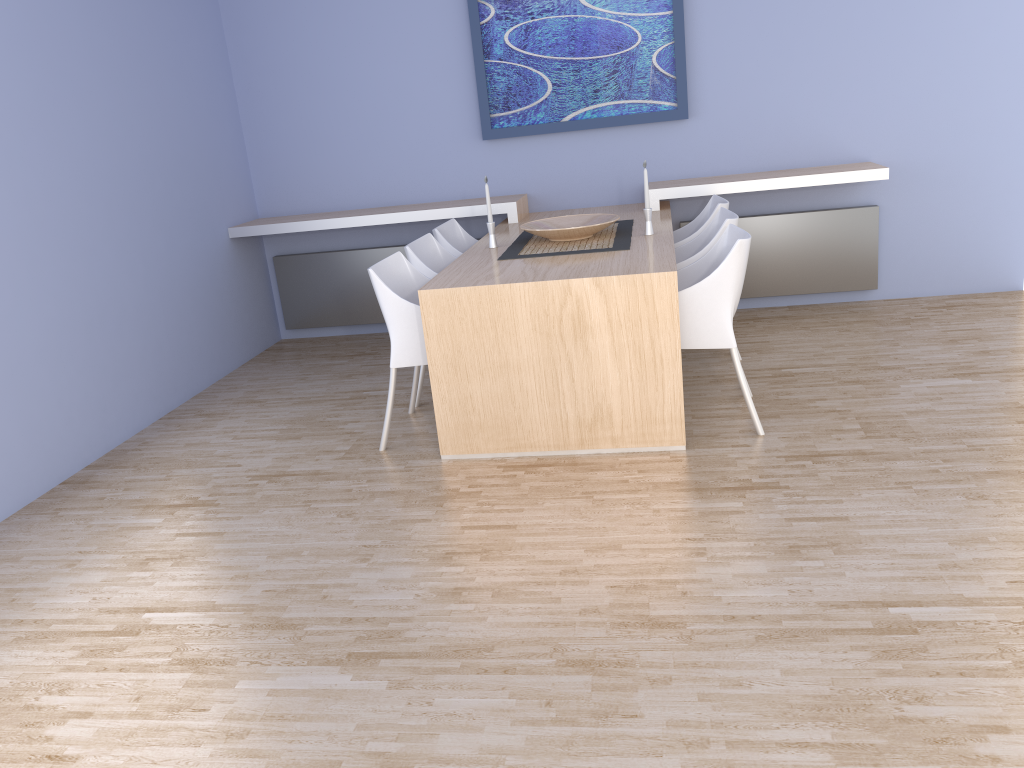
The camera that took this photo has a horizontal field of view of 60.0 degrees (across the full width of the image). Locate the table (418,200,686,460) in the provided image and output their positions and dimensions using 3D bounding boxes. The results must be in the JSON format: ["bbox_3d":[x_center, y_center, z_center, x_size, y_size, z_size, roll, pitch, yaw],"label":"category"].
[{"bbox_3d":[0.341,-0.411,4.594,1.002,0.718,2.340,-3,17,10],"label":"table"}]

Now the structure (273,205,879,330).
[{"bbox_3d":[0.316,-0.722,5.691,3.843,0.503,0.064,-3,17,10],"label":"structure"}]

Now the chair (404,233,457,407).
[{"bbox_3d":[-0.258,-0.351,4.486,0.486,0.793,0.510,-3,17,10],"label":"chair"}]

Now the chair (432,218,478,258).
[{"bbox_3d":[-0.169,-0.527,5.025,0.486,0.793,0.510,-3,17,10],"label":"chair"}]

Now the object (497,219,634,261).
[{"bbox_3d":[0.295,-0.722,4.387,0.594,0.005,0.986,-3,17,10],"label":"object"}]

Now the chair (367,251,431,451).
[{"bbox_3d":[-0.347,-0.175,3.947,0.486,0.793,0.510,-3,17,10],"label":"chair"}]

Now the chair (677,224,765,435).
[{"bbox_3d":[0.780,-0.236,3.741,0.486,0.793,0.510,-3,17,10],"label":"chair"}]

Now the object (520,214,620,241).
[{"bbox_3d":[0.288,-0.763,4.377,0.493,0.081,0.493,3,19,28],"label":"object"}]

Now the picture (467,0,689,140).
[{"bbox_3d":[0.390,-1.977,5.269,1.252,0.901,0.049,-3,17,10],"label":"picture"}]

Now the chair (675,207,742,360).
[{"bbox_3d":[0.872,-0.418,4.300,0.486,0.793,0.510,-3,17,11],"label":"chair"}]

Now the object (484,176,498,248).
[{"bbox_3d":[-0.110,-0.839,4.321,0.045,0.349,0.045,-19,21,-36],"label":"object"}]

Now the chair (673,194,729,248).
[{"bbox_3d":[0.963,-0.598,4.852,0.486,0.793,0.510,-3,17,10],"label":"chair"}]

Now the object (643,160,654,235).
[{"bbox_3d":[0.637,-0.880,4.184,0.045,0.349,0.045,-3,17,10],"label":"object"}]

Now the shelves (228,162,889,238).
[{"bbox_3d":[0.213,-0.744,5.508,3.901,0.840,0.463,-3,17,10],"label":"shelves"}]
